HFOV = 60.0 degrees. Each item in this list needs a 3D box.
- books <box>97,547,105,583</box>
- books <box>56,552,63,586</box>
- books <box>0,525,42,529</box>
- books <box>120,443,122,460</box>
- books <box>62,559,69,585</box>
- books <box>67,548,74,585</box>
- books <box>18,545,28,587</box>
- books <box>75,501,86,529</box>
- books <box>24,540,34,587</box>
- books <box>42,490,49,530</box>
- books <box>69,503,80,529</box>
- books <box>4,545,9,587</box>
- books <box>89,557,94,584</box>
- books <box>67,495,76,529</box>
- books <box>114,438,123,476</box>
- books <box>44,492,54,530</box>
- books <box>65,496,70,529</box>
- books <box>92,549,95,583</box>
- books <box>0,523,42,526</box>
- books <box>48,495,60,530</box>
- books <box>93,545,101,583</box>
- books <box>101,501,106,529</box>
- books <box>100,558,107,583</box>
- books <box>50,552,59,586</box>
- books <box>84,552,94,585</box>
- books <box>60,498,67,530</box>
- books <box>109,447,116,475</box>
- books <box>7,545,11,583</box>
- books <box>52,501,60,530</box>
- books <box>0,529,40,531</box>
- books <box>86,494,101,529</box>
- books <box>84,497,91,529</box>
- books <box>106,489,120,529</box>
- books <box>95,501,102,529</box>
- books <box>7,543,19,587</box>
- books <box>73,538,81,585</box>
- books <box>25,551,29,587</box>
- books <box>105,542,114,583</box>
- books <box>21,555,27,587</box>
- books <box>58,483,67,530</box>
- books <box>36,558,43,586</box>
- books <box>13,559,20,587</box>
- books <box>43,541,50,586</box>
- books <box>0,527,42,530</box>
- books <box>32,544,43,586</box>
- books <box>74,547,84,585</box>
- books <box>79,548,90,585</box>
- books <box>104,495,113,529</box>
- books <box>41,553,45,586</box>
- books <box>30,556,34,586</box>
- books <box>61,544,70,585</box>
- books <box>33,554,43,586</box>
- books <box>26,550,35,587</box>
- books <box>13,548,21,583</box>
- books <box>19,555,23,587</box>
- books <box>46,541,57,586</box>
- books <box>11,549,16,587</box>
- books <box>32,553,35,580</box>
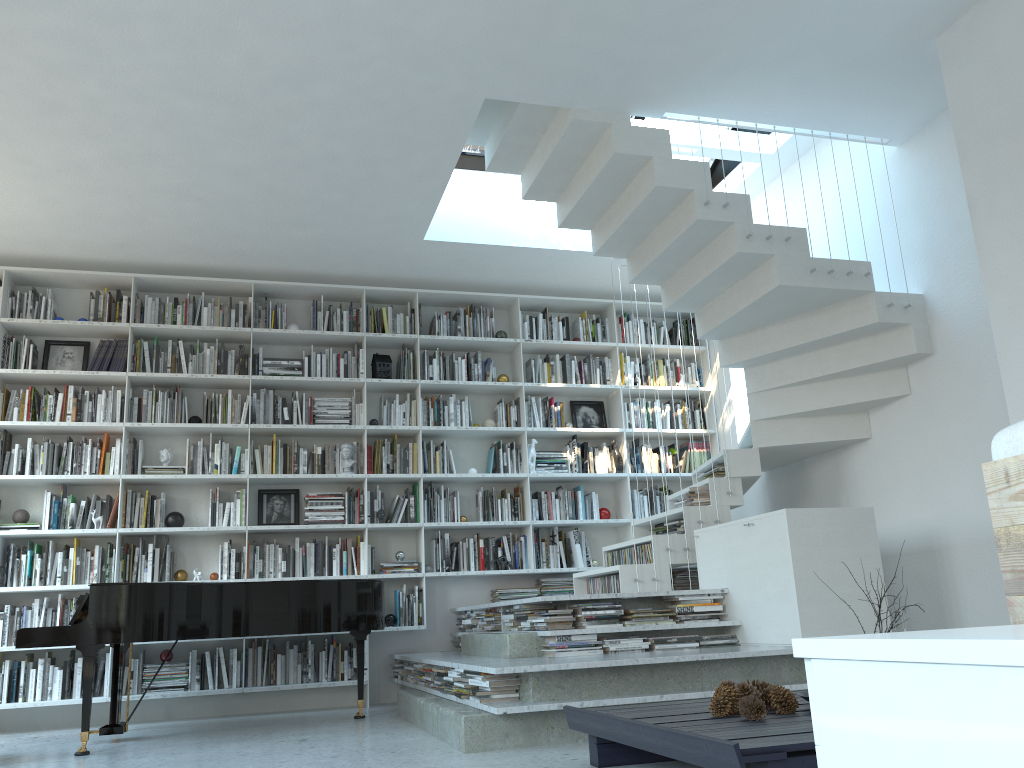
[{"bbox_3d":[-2.834,1.261,6.117,0.013,0.259,0.143,1,-15,-16],"label":"books"},{"bbox_3d":[-3.065,1.267,6.037,0.027,0.229,0.159,1,-15,-16],"label":"books"},{"bbox_3d":[-3.347,0.978,6.037,0.285,0.012,0.160,0,-15,-12],"label":"books"},{"bbox_3d":[-2.775,0.558,6.331,0.036,0.257,0.123,1,-15,-16],"label":"books"},{"bbox_3d":[-3.021,1.288,6.033,0.029,0.181,0.190,1,-15,-16],"label":"books"},{"bbox_3d":[-2.999,1.257,6.060,0.026,0.253,0.177,1,-15,-16],"label":"books"},{"bbox_3d":[-3.296,1.236,5.975,0.008,0.279,0.165,1,-15,-16],"label":"books"},{"bbox_3d":[-2.990,0.928,6.168,0.056,0.213,0.143,1,-15,-16],"label":"books"},{"bbox_3d":[-3.263,1.221,5.993,0.006,0.314,0.146,1,-15,-16],"label":"books"},{"bbox_3d":[-3.202,0.885,6.103,0.012,0.284,0.160,1,-15,-16],"label":"books"},{"bbox_3d":[-3.022,0.930,6.122,0.029,0.189,0.189,1,-15,-16],"label":"books"},{"bbox_3d":[-3.384,1.236,5.966,0.008,0.284,0.160,1,-15,-16],"label":"books"},{"bbox_3d":[-2.881,1.292,6.097,0.023,0.193,0.140,1,-15,-16],"label":"books"},{"bbox_3d":[-3.046,0.903,6.136,0.011,0.249,0.172,1,-15,-16],"label":"books"},{"bbox_3d":[-2.806,0.544,6.325,0.027,0.285,0.148,1,-15,-16],"label":"books"},{"bbox_3d":[-3.184,0.891,6.106,0.024,0.272,0.150,1,-15,-16],"label":"books"},{"bbox_3d":[-3.067,0.908,6.148,0.022,0.248,0.129,1,-15,-16],"label":"books"},{"bbox_3d":[-2.865,1.266,6.104,0.010,0.245,0.160,1,-15,-16],"label":"books"},{"bbox_3d":[-3.350,0.968,6.046,0.254,0.012,0.161,1,-16,-15],"label":"books"},{"bbox_3d":[-3.159,0.902,6.118,0.031,0.254,0.143,1,-15,-16],"label":"books"},{"bbox_3d":[-2.845,1.253,6.095,0.021,0.265,0.186,1,-15,-16],"label":"books"},{"bbox_3d":[-2.847,0.930,6.196,0.027,0.209,0.144,1,-15,-16],"label":"books"},{"bbox_3d":[-2.807,1.299,6.114,0.041,0.181,0.142,1,-15,-16],"label":"books"},{"bbox_3d":[-3.104,1.270,6.043,0.045,0.229,0.138,1,-15,-16],"label":"books"},{"bbox_3d":[-2.904,1.274,6.092,0.025,0.228,0.153,1,-15,-16],"label":"books"},{"bbox_3d":[-3.094,0.918,6.145,0.030,0.231,0.148,1,-15,-16],"label":"books"},{"bbox_3d":[-2.831,0.572,6.305,0.031,0.223,0.145,1,-15,-16],"label":"books"},{"bbox_3d":[-3.372,1.233,5.969,0.016,0.289,0.153,1,-15,-16],"label":"books"},{"bbox_3d":[-3.121,0.918,6.094,0.029,0.207,0.190,1,-15,-16],"label":"books"},{"bbox_3d":[-3.348,1.003,6.037,0.254,0.012,0.161,1,-16,-15],"label":"books"},{"bbox_3d":[-2.919,0.906,6.179,0.060,0.254,0.159,1,-15,-16],"label":"books"},{"bbox_3d":[-2.958,0.915,6.180,0.013,0.241,0.141,1,-15,-16],"label":"books"},{"bbox_3d":[-2.767,0.890,6.192,0.082,0.275,0.229,1,-15,-16],"label":"books"},{"bbox_3d":[-2.872,0.928,6.179,0.030,0.207,0.173,1,-15,-16],"label":"books"},{"bbox_3d":[-3.355,1.230,5.967,0.014,0.293,0.172,1,-15,-16],"label":"books"},{"bbox_3d":[-2.980,1.224,6.072,0.021,0.322,0.172,1,-15,-16],"label":"books"},{"bbox_3d":[-3.251,1.255,5.985,0.014,0.242,0.171,1,-15,-16],"label":"books"},{"bbox_3d":[-2.777,1.244,6.117,0.014,0.285,0.180,1,-15,-16],"label":"books"},{"bbox_3d":[-3.268,1.266,5.969,0.015,0.216,0.180,1,-15,-16],"label":"books"},{"bbox_3d":[-3.114,0.866,6.146,0.011,0.335,0.154,1,-15,-16],"label":"books"},{"bbox_3d":[-3.178,1.280,5.986,0.016,0.188,0.184,1,-15,-16],"label":"books"},{"bbox_3d":[-3.301,1.274,5.941,0.019,0.189,0.194,1,-15,-16],"label":"books"},{"bbox_3d":[-3.140,1.227,6.012,0.019,0.299,0.180,1,-15,-16],"label":"books"},{"bbox_3d":[-3.348,0.990,6.036,0.254,0.012,0.161,2,-16,-19],"label":"books"},{"bbox_3d":[-3.206,1.232,5.989,0.007,0.285,0.182,1,-15,-16],"label":"books"},{"bbox_3d":[-2.952,1.252,6.063,0.028,0.260,0.181,1,-15,-16],"label":"books"},{"bbox_3d":[-2.926,1.260,6.074,0.028,0.248,0.159,1,-15,-16],"label":"books"},{"bbox_3d":[-2.826,0.912,6.211,0.021,0.250,0.154,1,-15,-16],"label":"books"},{"bbox_3d":[-3.173,1.269,6.027,0.016,0.230,0.136,1,-15,-16],"label":"books"},{"bbox_3d":[-3.232,1.276,6.004,0.016,0.210,0.146,1,-15,-16],"label":"books"},{"bbox_3d":[-3.046,1.242,6.048,0.014,0.281,0.150,1,-15,-16],"label":"books"},{"bbox_3d":[-3.195,1.266,5.989,0.015,0.218,0.190,1,-15,-16],"label":"books"},{"bbox_3d":[-3.236,1.251,5.975,0.009,0.244,0.185,1,-15,-16],"label":"books"},{"bbox_3d":[-3.320,1.242,5.962,0.007,0.263,0.177,1,-15,-16],"label":"books"},{"bbox_3d":[-3.286,1.268,5.977,0.015,0.217,0.177,1,-15,-16],"label":"books"},{"bbox_3d":[-3.128,1.228,6.028,0.012,0.305,0.190,1,-15,-16],"label":"books"},{"bbox_3d":[-3.339,1.250,5.975,0.022,0.256,0.142,1,-15,-16],"label":"books"},{"bbox_3d":[-3.219,1.242,6.007,0.009,0.277,0.158,1,-15,-16],"label":"books"}]
